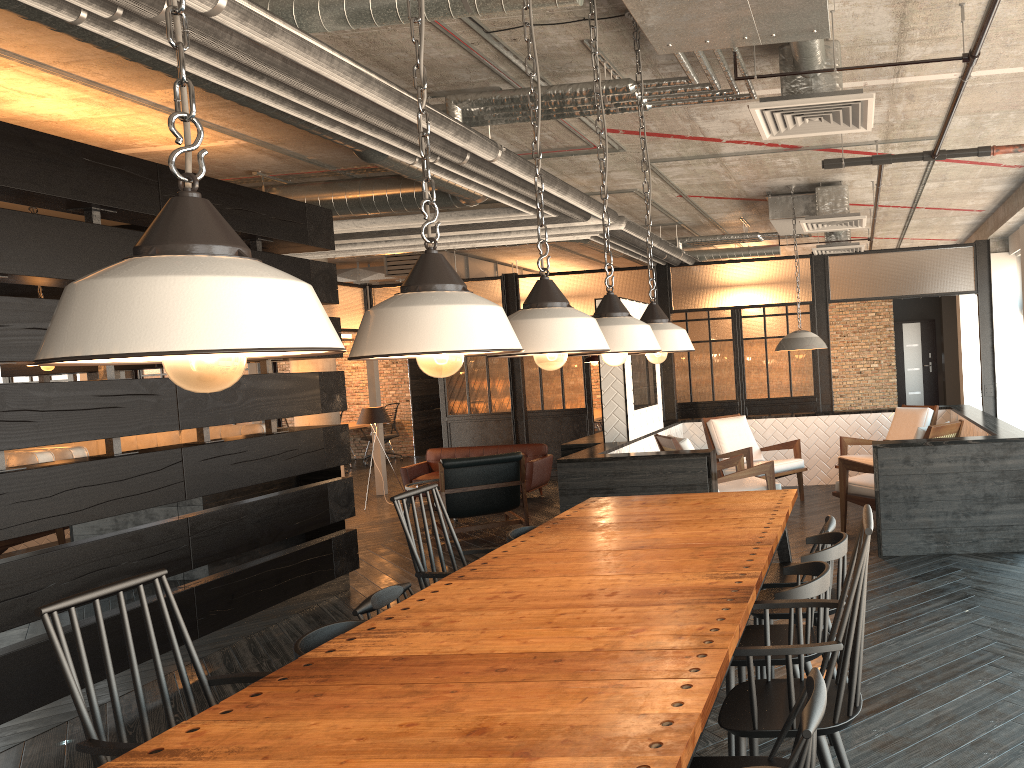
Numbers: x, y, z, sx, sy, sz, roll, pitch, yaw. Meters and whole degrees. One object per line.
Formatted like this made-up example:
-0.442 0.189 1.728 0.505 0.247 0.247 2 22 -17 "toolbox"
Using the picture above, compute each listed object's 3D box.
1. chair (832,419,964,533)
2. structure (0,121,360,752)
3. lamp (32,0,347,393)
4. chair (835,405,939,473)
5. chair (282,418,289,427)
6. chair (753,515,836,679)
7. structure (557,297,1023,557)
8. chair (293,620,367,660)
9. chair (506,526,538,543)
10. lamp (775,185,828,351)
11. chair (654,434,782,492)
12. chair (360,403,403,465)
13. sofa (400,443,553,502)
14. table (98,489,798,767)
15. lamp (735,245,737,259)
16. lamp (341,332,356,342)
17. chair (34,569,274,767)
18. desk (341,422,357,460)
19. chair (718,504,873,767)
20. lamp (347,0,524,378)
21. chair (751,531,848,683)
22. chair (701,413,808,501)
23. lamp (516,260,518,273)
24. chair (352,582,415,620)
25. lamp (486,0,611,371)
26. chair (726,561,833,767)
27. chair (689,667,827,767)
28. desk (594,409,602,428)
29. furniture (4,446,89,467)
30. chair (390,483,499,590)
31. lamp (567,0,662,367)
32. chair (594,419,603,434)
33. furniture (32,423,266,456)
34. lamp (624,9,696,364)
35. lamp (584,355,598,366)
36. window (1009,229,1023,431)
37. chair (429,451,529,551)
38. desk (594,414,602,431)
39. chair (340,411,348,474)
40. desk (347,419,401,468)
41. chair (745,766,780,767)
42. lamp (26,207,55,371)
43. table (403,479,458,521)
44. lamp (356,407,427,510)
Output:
3.237 0.767 6.920 0.835 0.908 0.795 -5 2 -40 "chair"
-5.244 0.389 3.638 5.821 2.744 5.804 -3 1 14 "structure"
-0.493 -0.853 1.140 0.421 1.739 0.310 -6 3 -34 "lamp"
3.901 0.702 8.572 1.071 0.908 0.623 -4 2 -27 "chair"
-4.045 0.986 15.185 0.665 1.064 0.734 -3 2 15 "chair"
1.348 1.012 4.009 0.442 0.726 0.396 -3 2 13 "chair"
2.592 0.183 7.952 3.774 2.117 3.923 -3 1 15 "structure"
-0.401 1.130 2.602 0.424 0.738 0.396 -3 2 14 "chair"
0.231 1.071 4.072 0.424 0.738 0.396 -3 2 14 "chair"
2.690 -1.095 7.858 0.462 1.547 0.556 -3 3 23 "lamp"
1.761 0.850 7.109 1.040 0.908 0.646 -4 2 -18 "chair"
-2.408 0.892 15.075 0.665 1.064 0.734 -3 2 15 "chair"
-0.387 1.069 9.841 1.554 0.638 0.702 -3 2 9 "sofa"
0.245 1.064 2.709 1.113 0.792 4.009 -3 1 21 "table"
3.849 -1.593 13.331 0.278 0.858 3.650 -3 1 22 "lamp"
-3.742 -1.161 14.117 0.278 0.858 3.650 -3 1 22 "lamp"
-0.775 1.012 2.109 0.466 1.034 0.485 -3 2 15 "chair"
-3.584 1.132 15.184 0.752 0.721 1.756 -3 1 20 "desk"
0.865 0.910 2.500 0.466 1.034 0.485 -3 2 15 "chair"
-0.218 -0.880 1.803 0.368 1.739 0.363 -4 2 3 "lamp"
1.232 1.020 3.557 0.424 0.738 0.396 -3 2 14 "chair"
2.483 0.784 8.627 0.833 0.908 0.798 -5 2 -35 "chair"
0.768 -1.418 13.650 0.278 0.858 3.650 -3 1 22 "lamp"
-0.271 1.121 3.104 0.442 0.726 0.396 -3 2 13 "chair"
0.057 -0.906 2.465 0.327 1.739 0.405 -3 3 27 "lamp"
0.968 1.043 3.059 0.424 0.738 0.396 -3 2 14 "chair"
0.546 1.090 2.005 0.442 0.726 0.396 -3 2 13 "chair"
1.698 0.831 14.637 0.752 0.721 1.756 -3 1 20 "desk"
-3.105 1.000 4.315 1.800 1.262 1.122 -3 2 11 "furniture"
-0.163 0.953 3.583 0.466 1.034 0.485 -3 2 15 "chair"
0.332 -0.932 3.127 0.317 1.739 0.414 -2 3 34 "lamp"
1.421 0.701 12.965 0.665 1.064 0.734 -3 2 15 "chair"
-2.561 0.948 5.625 1.806 1.262 0.615 -3 2 8 "furniture"
0.606 -0.958 3.789 0.317 1.739 0.414 -2 3 34 "lamp"
0.780 -0.258 7.747 0.254 0.172 0.172 -4 2 -20 "lamp"
6.146 -0.431 9.619 0.229 2.877 2.663 -3 2 22 "window"
-0.332 1.018 7.737 0.841 0.796 0.903 -4 2 -19 "chair"
1.024 0.896 13.013 0.752 0.721 1.756 -3 1 20 "desk"
-3.090 0.957 13.432 0.665 1.064 0.734 -3 2 15 "chair"
-2.813 1.088 15.104 0.752 0.721 1.756 -3 1 20 "desk"
0.322 1.105 1.488 0.424 0.738 0.396 -3 2 14 "chair"
-2.835 -0.602 4.997 0.191 1.051 0.196 -4 2 7 "lamp"
-0.748 1.235 8.919 0.693 0.372 0.734 -3 1 10 "table"
-1.418 0.853 10.096 0.956 1.180 0.476 -5 2 -27 "lamp"
